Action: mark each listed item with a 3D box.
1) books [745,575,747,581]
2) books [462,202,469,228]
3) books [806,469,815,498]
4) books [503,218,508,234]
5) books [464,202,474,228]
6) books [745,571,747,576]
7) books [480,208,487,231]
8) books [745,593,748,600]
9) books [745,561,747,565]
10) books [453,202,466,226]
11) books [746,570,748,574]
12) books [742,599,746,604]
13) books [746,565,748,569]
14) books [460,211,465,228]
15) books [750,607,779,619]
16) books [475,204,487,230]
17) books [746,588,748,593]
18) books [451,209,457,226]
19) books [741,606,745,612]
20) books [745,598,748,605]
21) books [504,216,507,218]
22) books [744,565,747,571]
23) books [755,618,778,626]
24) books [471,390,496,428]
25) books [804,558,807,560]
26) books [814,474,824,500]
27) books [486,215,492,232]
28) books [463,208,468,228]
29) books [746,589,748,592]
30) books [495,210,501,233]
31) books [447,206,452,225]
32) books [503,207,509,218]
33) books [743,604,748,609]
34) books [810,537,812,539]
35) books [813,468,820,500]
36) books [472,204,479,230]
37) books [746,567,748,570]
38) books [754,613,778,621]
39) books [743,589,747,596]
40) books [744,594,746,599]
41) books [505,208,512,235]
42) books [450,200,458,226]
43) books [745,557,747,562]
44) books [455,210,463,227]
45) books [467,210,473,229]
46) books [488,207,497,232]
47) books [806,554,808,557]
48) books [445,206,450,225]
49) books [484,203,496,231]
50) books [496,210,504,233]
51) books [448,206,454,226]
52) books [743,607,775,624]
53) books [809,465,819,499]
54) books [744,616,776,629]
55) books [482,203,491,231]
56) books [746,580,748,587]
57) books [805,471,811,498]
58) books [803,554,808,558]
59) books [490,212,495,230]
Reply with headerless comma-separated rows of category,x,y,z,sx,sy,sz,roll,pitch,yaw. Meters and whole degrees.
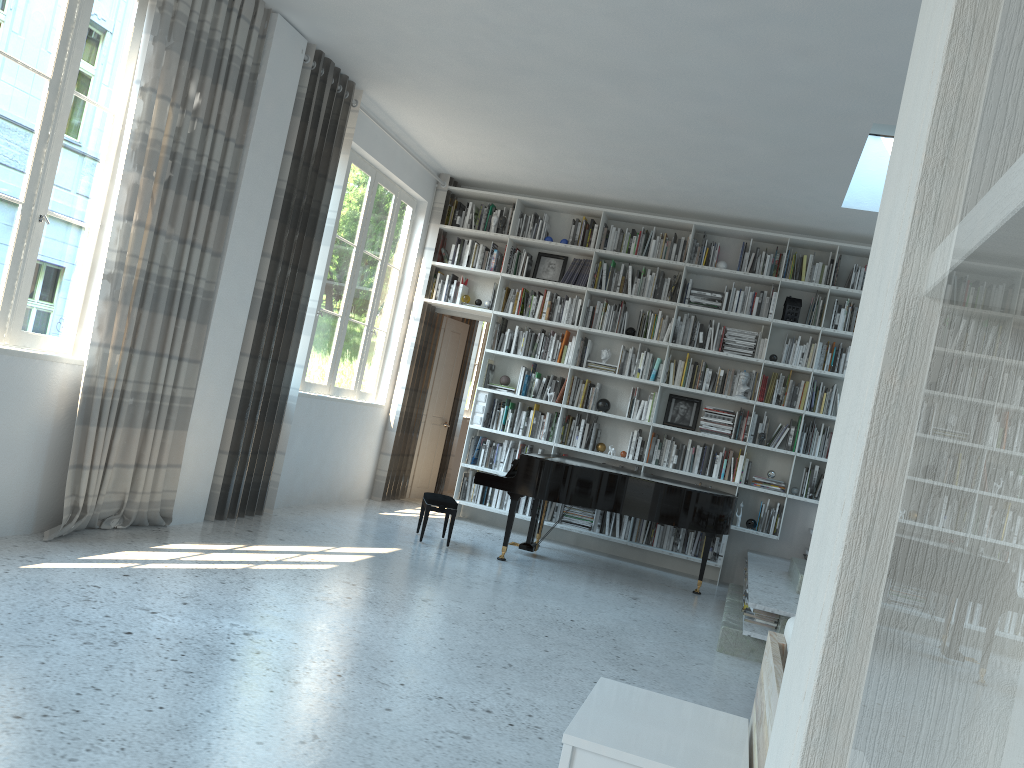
books,1.971,1.580,7.147,0.177,0.026,0.230,11,-2,18
books,-0.445,-1.636,8.755,0.010,0.281,0.160,12,-1,15
books,2.605,0.871,7.761,0.023,0.256,0.178,12,-1,15
books,-0.049,-1.506,8.649,0.028,0.185,0.168,12,-1,15
books,-0.404,-1.629,8.742,0.028,0.283,0.189,12,-1,15
books,2.051,1.604,7.443,0.189,0.030,0.238,12,-2,15
books,-0.265,-1.587,8.722,0.030,0.257,0.130,12,-1,15
books,1.519,1.316,5.373,0.192,0.014,0.256,12,-2,11
books,2.130,1.588,7.728,0.177,0.012,0.278,12,-2,11
books,-0.521,-1.646,8.766,0.025,0.269,0.177,12,-1,15
books,1.905,1.473,6.849,0.182,0.016,0.199,11,-2,20
books,1.647,1.487,5.955,0.193,0.005,0.225,12,-2,11
books,1.908,1.436,6.850,0.193,0.005,0.225,12,-2,11
books,-0.469,-1.597,8.775,0.031,0.195,0.145,12,-1,15
books,1.523,1.363,5.369,0.156,0.027,0.287,12,-2,10
books,-0.300,-1.607,8.713,0.039,0.282,0.182,12,-1,15
books,1.743,1.476,6.248,0.177,0.011,0.220,11,-2,17
books,-0.551,-1.613,8.777,0.024,0.195,0.167,12,-1,15
books,1.572,1.457,5.665,0.191,0.016,0.209,11,-2,20
books,1.588,1.409,5.664,0.191,0.015,0.246,11,-2,16
books,-0.070,-1.520,8.658,0.023,0.205,0.146,12,-1,15
books,2.052,1.563,7.446,0.190,0.028,0.213,11,-2,19
books,1.534,1.423,5.362,0.132,0.014,0.205,12,-2,15
books,-0.270,0.243,8.538,0.106,0.340,0.307,12,-1,15
books,2.630,1.540,7.699,0.170,0.012,0.215,12,-2,15
books,2.686,0.900,7.752,0.065,0.231,0.162,12,-1,15
books,-0.210,-1.540,8.689,0.024,0.187,0.159,12,-1,15
books,-0.432,-1.605,8.758,0.024,0.227,0.157,12,-1,15
books,1.670,1.420,5.954,0.180,0.017,0.183,12,-2,12
books,-0.125,-1.556,8.671,0.021,0.253,0.179,12,-1,15
books,-0.601,-1.640,8.809,0.023,0.228,0.130,12,-1,15
books,-0.077,-1.566,8.668,0.013,0.292,0.154,12,-1,15
books,1.579,1.438,5.664,0.191,0.006,0.275,11,-2,17
books,2.684,1.362,7.662,0.171,0.015,0.253,12,-2,10
books,2.654,0.870,7.757,0.010,0.277,0.174,12,-1,15
books,-0.351,-1.608,8.711,0.057,0.262,0.191,12,-1,15
books,1.986,1.507,7.148,0.180,0.015,0.294,12,-2,13
books,1.537,1.389,5.363,0.137,0.019,0.224,11,-2,16
books,1.730,1.492,6.250,0.189,0.009,0.291,11,-2,18
books,1.660,1.450,5.954,0.189,0.013,0.215,12,-2,13
books,-0.015,-1.551,8.642,0.022,0.286,0.175,12,-1,15
books,-0.560,-1.662,8.780,0.014,0.286,0.175,12,-1,15
books,2.132,1.553,7.730,0.191,0.013,0.243,12,-2,11
books,-0.504,-1.600,8.759,0.028,0.186,0.182,12,-1,15
books,-0.388,-1.586,8.725,0.030,0.206,0.175,12,-1,15
books,-0.182,-1.579,8.691,0.013,0.275,0.158,12,-1,15
books,2.635,1.507,7.701,0.159,0.009,0.210,11,-2,19
books,-0.625,-1.641,8.793,0.014,0.219,0.188,12,-1,15
books,-0.219,-1.606,8.707,0.029,0.314,0.129,12,-1,15
books,-0.103,-1.555,8.661,0.027,0.259,0.147,12,-1,15
books,-0.582,-1.634,8.793,0.023,0.223,0.151,12,-1,15
books,1.503,1.401,5.371,0.187,0.017,0.206,11,-2,20
books,2.634,0.857,7.753,0.030,0.294,0.188,12,-1,15
books,1.502,1.433,5.369,0.184,0.017,0.230,11,-2,17
books,-0.243,-1.606,8.703,0.014,0.304,0.145,12,-1,15
books,1.823,1.492,6.547,0.182,0.013,0.287,11,-2,16
books,2.592,0.877,7.789,0.015,0.240,0.152,12,-1,15
books,2.627,1.513,7.702,0.184,0.006,0.262,11,-2,16
books,-0.171,-1.552,8.686,0.021,0.226,0.156,12,-1,15
